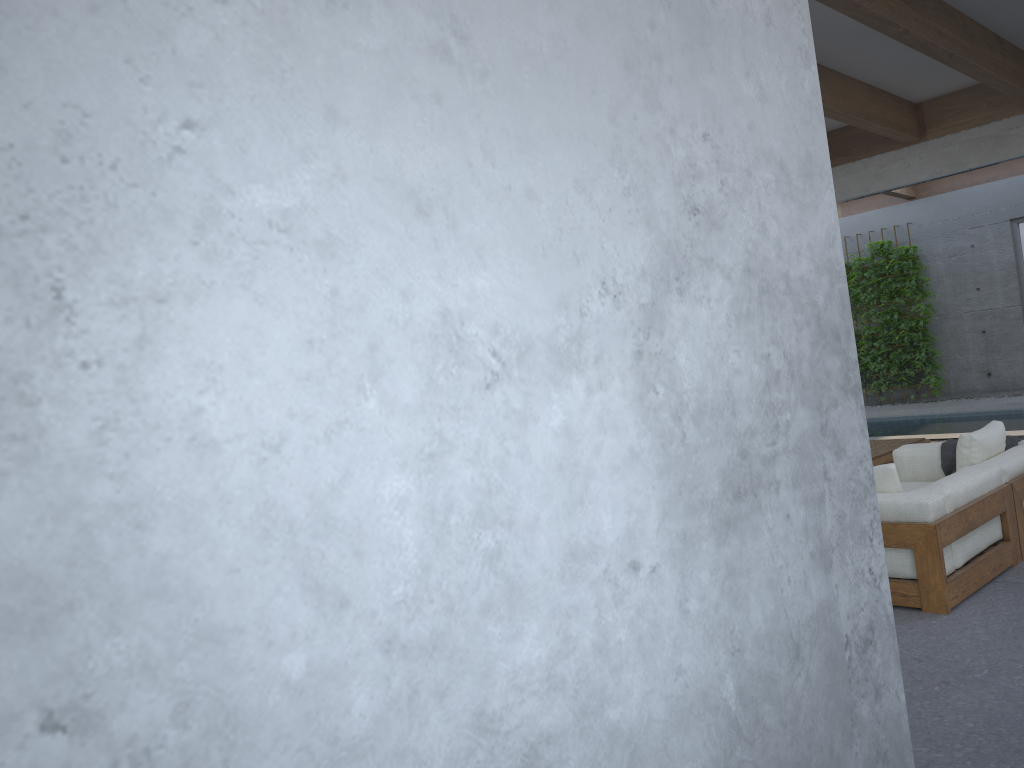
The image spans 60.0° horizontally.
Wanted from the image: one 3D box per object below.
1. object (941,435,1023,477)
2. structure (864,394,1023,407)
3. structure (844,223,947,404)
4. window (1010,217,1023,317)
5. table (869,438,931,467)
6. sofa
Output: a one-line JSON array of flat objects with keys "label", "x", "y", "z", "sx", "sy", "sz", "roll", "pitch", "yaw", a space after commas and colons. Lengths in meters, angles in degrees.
[{"label": "object", "x": 2.948, "y": 0.696, "z": 5.518, "sx": 0.472, "sy": 0.704, "sz": 0.857, "roll": -7, "pitch": 1, "yaw": 44}, {"label": "structure", "x": 6.561, "y": 0.258, "z": 13.358, "sx": 0.477, "sy": 0.068, "sz": 13.673, "roll": -9, "pitch": 1, "yaw": -42}, {"label": "structure", "x": 6.714, "y": -1.130, "z": 9.580, "sx": 2.739, "sy": 2.687, "sz": 10.282, "roll": -9, "pitch": 1, "yaw": -25}, {"label": "window", "x": 2.604, "y": -0.966, "z": 7.095, "sx": 14.294, "sy": 3.764, "sz": 23.280, "roll": -9, "pitch": 1, "yaw": -42}, {"label": "table", "x": 2.730, "y": 0.722, "z": 7.400, "sx": 1.048, "sy": 0.352, "sz": 1.112, "roll": -9, "pitch": 1, "yaw": -42}, {"label": "sofa", "x": 1.422, "y": 0.799, "z": 6.087, "sx": 1.965, "sy": 0.777, "sz": 3.733, "roll": -9, "pitch": 1, "yaw": -42}]
